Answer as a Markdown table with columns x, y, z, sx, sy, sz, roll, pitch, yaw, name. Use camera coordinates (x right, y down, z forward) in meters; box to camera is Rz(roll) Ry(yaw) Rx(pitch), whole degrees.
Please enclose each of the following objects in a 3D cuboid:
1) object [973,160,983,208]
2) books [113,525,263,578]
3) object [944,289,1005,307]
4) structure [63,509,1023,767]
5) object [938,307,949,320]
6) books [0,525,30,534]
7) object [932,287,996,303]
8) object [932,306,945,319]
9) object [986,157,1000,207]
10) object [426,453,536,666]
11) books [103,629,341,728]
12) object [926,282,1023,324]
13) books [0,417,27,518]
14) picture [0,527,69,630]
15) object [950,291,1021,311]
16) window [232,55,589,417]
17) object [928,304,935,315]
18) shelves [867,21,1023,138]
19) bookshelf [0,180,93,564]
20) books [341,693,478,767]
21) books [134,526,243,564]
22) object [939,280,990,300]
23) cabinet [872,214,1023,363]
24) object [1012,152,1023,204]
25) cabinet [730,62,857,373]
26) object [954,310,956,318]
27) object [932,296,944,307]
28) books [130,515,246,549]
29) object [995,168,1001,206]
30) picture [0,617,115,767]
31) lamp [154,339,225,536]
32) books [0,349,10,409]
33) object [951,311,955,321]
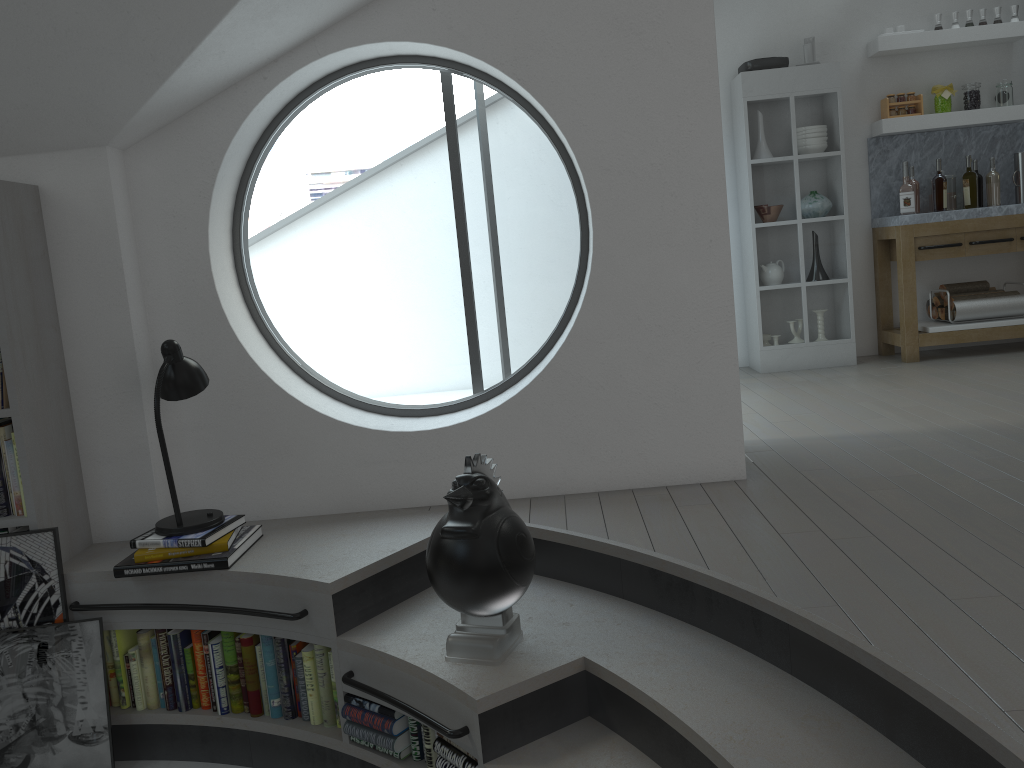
| x | y | z | sx | sy | sz | roll | pitch | yaw | name |
| --- | --- | --- | --- | --- | --- | --- | --- | --- | --- |
| 3.159 | -1.359 | 6.033 | 0.085 | 0.330 | 0.086 | -4 | 7 | 11 | object |
| -1.123 | 0.585 | 3.114 | 0.388 | 0.042 | 0.367 | -5 | 8 | 3 | books |
| 3.103 | -0.575 | 5.954 | 0.362 | 0.086 | 0.101 | -6 | 7 | 0 | object |
| -1.324 | 1.234 | 1.276 | 4.723 | 0.691 | 4.711 | -13 | 11 | -42 | structure |
| 3.146 | -0.500 | 5.998 | 0.479 | 0.083 | 0.094 | -6 | 7 | 0 | object |
| -2.182 | 0.718 | 3.092 | 1.185 | 0.358 | 0.304 | -8 | 7 | -16 | books |
| 3.133 | -0.615 | 6.130 | 0.422 | 0.072 | 0.071 | -6 | 7 | 0 | object |
| 3.128 | -0.510 | 6.081 | 0.455 | 0.089 | 0.091 | -6 | 7 | 0 | object |
| 3.212 | -1.345 | 5.918 | 0.085 | 0.330 | 0.086 | -4 | 7 | 11 | object |
| -0.091 | 0.478 | 2.545 | 0.321 | 0.561 | 0.320 | -9 | 7 | -24 | object |
| -1.023 | 0.973 | 3.100 | 1.146 | 0.297 | 0.273 | -3 | 7 | 17 | books |
| 3.153 | -0.551 | 6.002 | 0.527 | 0.231 | 0.430 | -6 | 8 | 0 | object |
| -2.155 | 0.331 | 3.081 | 1.021 | 0.346 | 0.276 | -7 | 7 | -12 | books |
| -1.801 | 0.951 | 3.019 | 0.578 | 0.860 | 0.091 | -6 | 6 | -7 | picture |
| 3.130 | -0.552 | 5.878 | 0.437 | 0.093 | 0.092 | -6 | 7 | 0 | object |
| -0.417 | -0.595 | 3.669 | 1.470 | 1.465 | 0.104 | -5 | 6 | 3 | window |
| 3.132 | -0.530 | 6.167 | 0.437 | 0.092 | 0.092 | -6 | 7 | 0 | object |
| 5.193 | -2.474 | 6.177 | 5.550 | 1.357 | 0.481 | -6 | 6 | -3 | shelves |
| -2.769 | 0.602 | 1.259 | 2.108 | 1.874 | 4.349 | -5 | 8 | 3 | bookshelf |
| -0.213 | 1.031 | 2.603 | 0.665 | 0.167 | 0.241 | 2 | 10 | 43 | books |
| -1.127 | 0.549 | 3.110 | 0.304 | 0.034 | 0.287 | -7 | 8 | -7 | books |
| 3.064 | -0.637 | 6.006 | 0.292 | 0.102 | 0.104 | -6 | 7 | 0 | object |
| 5.773 | -0.878 | 6.090 | 6.427 | 1.019 | 1.007 | -5 | 7 | 3 | cabinet |
| 3.418 | -1.379 | 5.944 | 0.164 | 0.338 | 0.114 | -5 | 6 | 6 | object |
| 1.913 | -1.107 | 6.049 | 0.642 | 1.983 | 0.362 | -5 | 6 | 3 | cabinet |
| 3.144 | -0.470 | 5.843 | 0.422 | 0.067 | 0.067 | -6 | 7 | 0 | object |
| 3.116 | -0.579 | 6.056 | 0.435 | 0.079 | 0.115 | -6 | 7 | 0 | object |
| -1.130 | 0.517 | 3.107 | 0.285 | 0.031 | 0.270 | -4 | 8 | 13 | books |
| 3.264 | -1.366 | 6.013 | 0.081 | 0.328 | 0.081 | -2 | 7 | 30 | object |
| -1.610 | 1.099 | 2.983 | 0.489 | 0.553 | 0.107 | -6 | 6 | -7 | picture |
| -1.155 | 0.172 | 3.104 | 0.233 | 0.658 | 0.324 | -3 | 7 | 18 | lamp |
| -2.197 | -0.047 | 3.031 | 1.053 | 0.357 | 0.280 | -7 | 7 | -12 | books |
| 3.145 | -0.479 | 5.923 | 0.422 | 0.067 | 0.067 | -6 | 7 | 0 | object |
